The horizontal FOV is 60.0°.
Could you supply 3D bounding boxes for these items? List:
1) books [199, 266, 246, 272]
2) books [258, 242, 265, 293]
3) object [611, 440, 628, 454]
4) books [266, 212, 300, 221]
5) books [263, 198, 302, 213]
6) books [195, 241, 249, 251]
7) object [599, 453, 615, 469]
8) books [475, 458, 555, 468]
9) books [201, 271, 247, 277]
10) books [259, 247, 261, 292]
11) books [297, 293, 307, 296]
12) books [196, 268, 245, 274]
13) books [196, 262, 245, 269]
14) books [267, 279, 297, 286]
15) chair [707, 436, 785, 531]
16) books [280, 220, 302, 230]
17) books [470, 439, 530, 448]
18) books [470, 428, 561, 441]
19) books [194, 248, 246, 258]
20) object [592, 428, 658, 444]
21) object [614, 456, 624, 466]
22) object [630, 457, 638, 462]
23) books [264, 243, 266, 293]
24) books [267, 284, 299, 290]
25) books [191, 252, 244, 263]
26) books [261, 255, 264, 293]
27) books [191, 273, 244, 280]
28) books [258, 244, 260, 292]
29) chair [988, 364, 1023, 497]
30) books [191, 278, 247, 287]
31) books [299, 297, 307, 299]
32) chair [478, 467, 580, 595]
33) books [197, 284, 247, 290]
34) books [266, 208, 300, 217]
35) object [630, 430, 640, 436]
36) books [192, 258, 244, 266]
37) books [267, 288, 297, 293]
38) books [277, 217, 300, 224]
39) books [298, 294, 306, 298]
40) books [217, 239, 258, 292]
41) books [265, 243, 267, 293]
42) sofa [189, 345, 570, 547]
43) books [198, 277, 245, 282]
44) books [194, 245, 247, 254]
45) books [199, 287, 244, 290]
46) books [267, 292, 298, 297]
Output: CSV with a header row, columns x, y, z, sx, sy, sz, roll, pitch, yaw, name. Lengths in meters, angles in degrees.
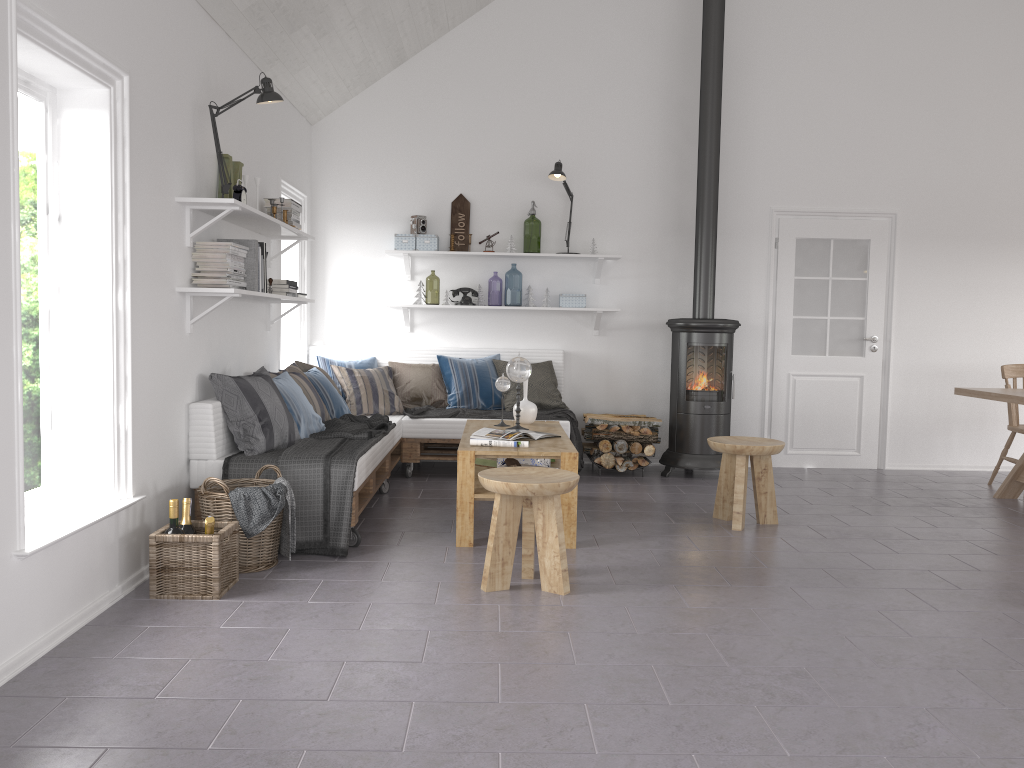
x,y,z,sx,sy,sz,roll,pitch,yaw,name
-1.451,-0.577,4.445,0.161,0.012,0.254,1,4,-1,books
-1.430,-0.625,4.766,0.200,0.274,0.038,1,4,-1,books
0.796,0.449,6.803,0.110,0.109,0.463,1,4,-3,object
-1.445,-1.057,5.612,0.161,0.026,0.223,1,4,-1,books
-1.443,-1.122,5.593,0.176,0.053,0.290,1,4,-1,books
-1.443,-0.688,4.425,0.182,0.016,0.288,1,4,-1,books
0.720,0.564,6.834,0.118,0.142,0.520,1,4,2,object
0.023,0.445,5.391,0.301,0.079,0.445,4,5,39,books
-1.449,-0.554,4.457,0.161,0.013,0.256,1,4,-1,books
-1.432,-0.605,4.684,0.205,0.243,0.019,1,4,-1,books
-1.456,-0.583,5.729,0.202,0.012,0.251,1,4,0,books
-1.457,-0.564,4.435,0.159,0.012,0.285,1,4,-1,books
-1.459,-0.593,4.451,0.167,0.017,0.263,1,4,-1,books
-1.445,-0.622,5.446,0.190,0.028,0.239,1,4,1,books
1.329,0.563,5.073,0.431,0.479,0.431,1,4,-5,chair
-1.440,-1.002,5.593,0.172,0.032,0.239,1,4,-1,books
-0.060,0.298,4.641,0.300,0.043,0.229,1,4,3,books
0.023,0.274,4.938,0.300,0.049,0.422,5,5,44,books
-1.455,-0.654,4.435,0.174,0.021,0.273,1,4,-1,books
0.839,0.388,6.609,0.480,0.104,0.126,1,4,1,object
0.792,0.561,6.799,0.057,0.050,0.561,1,4,-1,object
0.908,0.551,6.799,0.046,0.033,0.425,1,4,-1,object
-1.434,-0.626,4.784,0.200,0.272,0.054,1,4,-1,books
-1.449,-0.597,5.457,0.212,0.023,0.258,1,4,-1,books
-1.471,-0.631,4.435,0.180,0.028,0.296,1,4,-1,books
-1.401,-0.587,4.734,0.141,0.203,0.044,1,4,-1,books
-1.473,-0.538,4.435,0.182,0.016,0.288,1,4,-1,books
-1.425,-0.610,4.660,0.193,0.257,0.046,1,4,-1,books
3.774,0.319,6.290,0.506,0.902,0.519,1,4,4,chair
-1.459,-0.505,4.427,0.176,0.025,0.331,1,4,-1,books
-1.448,-0.556,5.733,0.187,0.014,0.253,1,4,-1,books
0.066,0.623,3.776,0.431,0.479,0.431,1,4,-4,chair
-1.449,-0.486,4.440,0.159,0.012,0.285,1,4,-1,books
-1.439,-1.082,5.584,0.161,0.027,0.223,1,4,-1,books
0.904,0.339,6.753,0.059,0.048,0.529,1,4,-1,object
-1.473,-0.609,4.441,0.182,0.016,0.288,1,4,-1,books
-1.440,-0.574,5.450,0.191,0.023,0.242,1,4,-3,books
-1.442,-1.030,5.597,0.152,0.024,0.238,1,4,-1,books
-1.449,-0.570,5.728,0.187,0.014,0.248,1,4,-3,books
-1.427,-0.614,4.611,0.200,0.271,0.050,1,4,-1,books
-1.436,-0.628,4.808,0.210,0.274,0.048,1,4,-1,books
-0.578,0.264,5.705,2.017,0.932,2.855,1,4,-1,sofa
-1.459,-0.525,4.453,0.161,0.013,0.254,1,4,-1,books
-1.454,-0.673,4.432,0.182,0.016,0.288,1,4,-1,books
-1.454,-0.474,4.456,0.161,0.012,0.254,1,4,-1,books
-1.448,-0.547,5.460,0.191,0.032,0.258,1,4,1,books
